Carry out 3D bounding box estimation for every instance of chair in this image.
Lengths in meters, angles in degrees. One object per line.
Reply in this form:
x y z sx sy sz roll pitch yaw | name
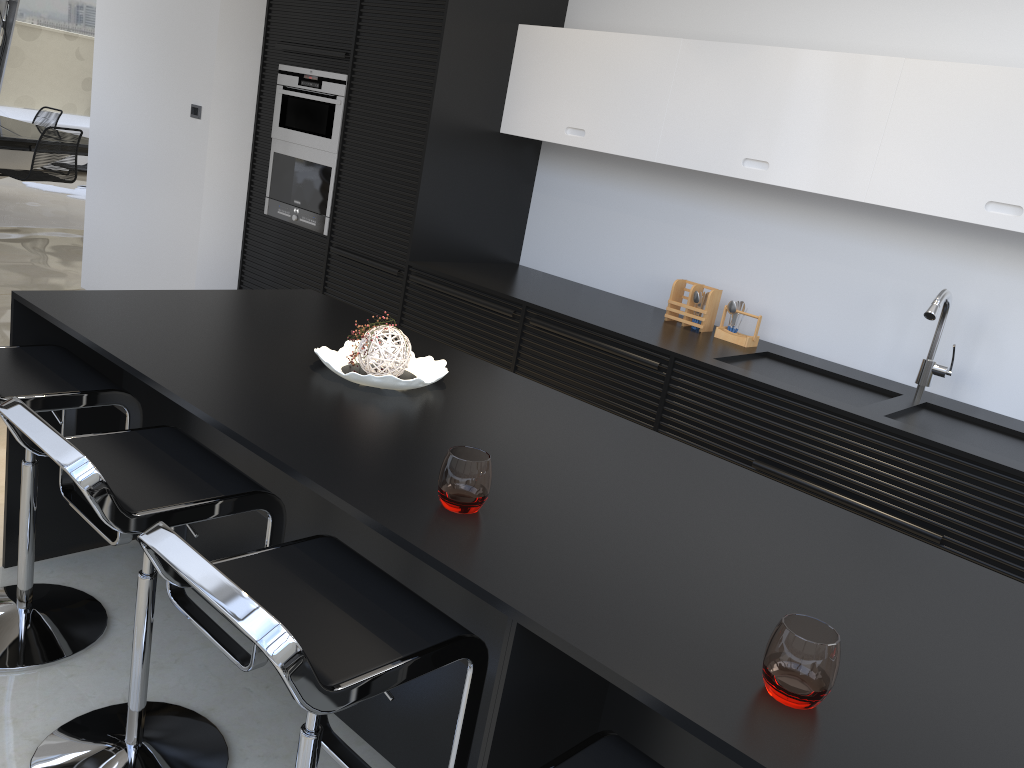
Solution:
-4.129 -2.299 8.609 0.446 0.519 0.688 18 17 25 | chair
-4.988 -2.583 9.031 0.446 0.519 0.688 18 17 25 | chair
-0.802 0.462 1.894 0.418 0.857 0.460 23 20 38 | chair
-1.272 0.259 2.297 0.418 0.857 0.460 23 20 38 | chair
0.114 0.859 1.108 0.418 0.857 0.460 23 20 38 | chair
-3.957 -1.932 7.416 0.688 0.519 0.446 18 17 25 | chair
-0.368 0.650 1.522 0.418 0.857 0.460 23 20 38 | chair

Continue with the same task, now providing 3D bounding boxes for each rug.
-3.581 -2.016 10.433 3.220 0.008 2.705 18 17 25 | rug

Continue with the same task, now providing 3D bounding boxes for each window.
0.259 -2.000 7.619 16.693 3.674 16.171 20 18 31 | window

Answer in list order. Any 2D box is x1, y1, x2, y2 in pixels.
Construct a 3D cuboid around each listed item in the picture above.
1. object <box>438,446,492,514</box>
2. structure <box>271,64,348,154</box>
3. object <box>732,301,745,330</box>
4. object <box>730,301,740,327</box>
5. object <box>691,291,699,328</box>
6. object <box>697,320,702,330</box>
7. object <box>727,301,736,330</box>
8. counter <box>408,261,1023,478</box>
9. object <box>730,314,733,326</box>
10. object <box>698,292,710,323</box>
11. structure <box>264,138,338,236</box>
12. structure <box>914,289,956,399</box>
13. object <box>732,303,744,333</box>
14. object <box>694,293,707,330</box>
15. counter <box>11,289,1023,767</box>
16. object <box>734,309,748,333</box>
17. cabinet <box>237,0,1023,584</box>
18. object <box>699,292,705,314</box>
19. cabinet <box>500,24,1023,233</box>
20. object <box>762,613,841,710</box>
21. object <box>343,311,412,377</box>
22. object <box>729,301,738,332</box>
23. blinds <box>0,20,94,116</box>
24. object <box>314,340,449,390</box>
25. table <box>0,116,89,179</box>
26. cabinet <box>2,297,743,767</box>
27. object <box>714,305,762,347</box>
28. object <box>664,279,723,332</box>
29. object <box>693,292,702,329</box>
-0.086 0.175 1.609 0.095 0.106 0.095 22 19 36 | object
-1.072 -1.452 4.662 0.592 0.388 0.061 23 20 38 | structure
0.967 -0.268 3.845 0.042 0.192 0.040 7 16 -13 | object
0.955 -0.263 3.831 0.018 0.196 0.023 21 18 33 | object
0.798 -0.314 3.890 0.042 0.192 0.040 11 15 0 | object
0.840 -0.294 3.896 0.044 0.178 0.019 16 16 17 | object
0.935 -0.264 3.808 0.042 0.192 0.040 7 16 -12 | object
1.135 -0.030 3.426 3.738 0.025 0.804 23 19 37 | counter
0.951 -0.259 3.850 0.019 0.178 0.044 18 17 23 | object
0.837 -0.314 3.919 0.042 0.192 0.040 11 15 -1 | object
-1.143 -1.069 4.771 0.592 0.420 0.023 23 20 38 | structure
1.529 -0.079 3.230 0.115 0.536 0.248 22 19 36 | structure
0.961 -0.256 3.810 0.022 0.196 0.019 19 17 27 | object
0.823 -0.305 3.886 0.022 0.196 0.019 24 20 39 | object
0.332 0.298 1.688 3.800 0.018 1.006 23 19 37 | counter
0.976 -0.247 3.823 0.044 0.178 0.019 12 15 4 | object
0.727 -0.826 3.695 5.157 2.901 0.831 23 19 37 | cabinet
0.822 -0.311 3.908 0.023 0.196 0.018 -3 21 -41 | object
1.466 -0.934 3.361 3.741 0.515 0.343 23 19 37 | cabinet
0.394 0.380 1.209 0.095 0.106 0.095 2 18 -29 | object
-0.342 -0.099 2.323 0.190 0.191 0.165 5 17 -22 | object
0.950 -0.258 3.811 0.020 0.196 0.018 -2 20 -39 | object
-5.779 -3.925 11.153 0.329 1.027 1.430 18 17 25 | blinds
-0.343 -0.039 2.336 0.329 0.078 0.334 18 17 25 | object
-5.374 -1.941 7.516 2.494 0.759 3.031 18 17 25 | table
0.255 0.703 1.801 3.800 0.838 1.007 23 19 37 | cabinet
0.966 -0.232 3.782 0.173 0.170 0.100 24 20 40 | object
0.800 -0.335 3.938 0.200 0.223 0.104 23 20 38 | object
0.813 -0.307 3.889 0.020 0.196 0.018 3 17 -27 | object
